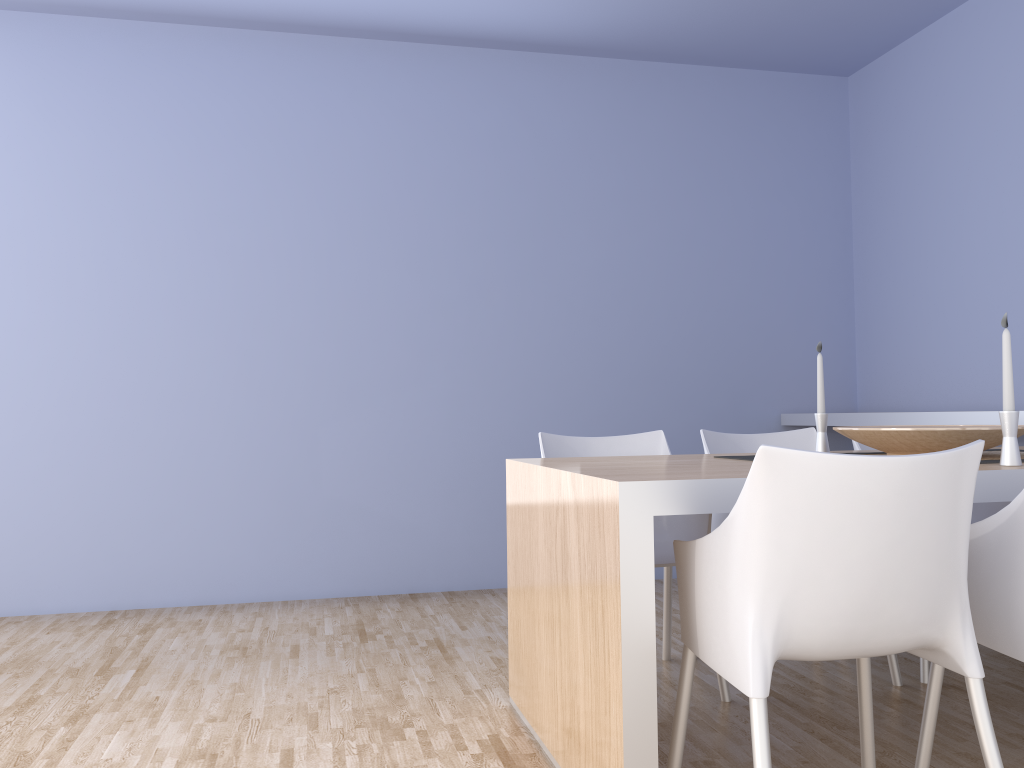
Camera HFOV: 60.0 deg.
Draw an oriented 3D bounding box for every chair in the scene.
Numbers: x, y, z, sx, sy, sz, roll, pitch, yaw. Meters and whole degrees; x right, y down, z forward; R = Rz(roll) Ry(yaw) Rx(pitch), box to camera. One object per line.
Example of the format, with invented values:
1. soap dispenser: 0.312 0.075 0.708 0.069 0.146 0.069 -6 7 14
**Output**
1. chair: 0.904 0.544 2.926 0.510 0.793 0.486 0 -2 -13
2. chair: 0.344 0.547 2.799 0.510 0.793 0.486 0 -2 -13
3. chair: 0.596 0.502 1.681 0.510 0.793 0.486 0 -2 -13
4. chair: 1.177 0.499 1.812 0.510 0.793 0.486 0 -2 -12
5. chair: 1.464 0.541 3.052 0.510 0.793 0.486 0 -2 -13

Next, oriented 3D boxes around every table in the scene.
1. table: 1.238 0.557 2.413 2.340 0.718 1.002 0 -2 -13

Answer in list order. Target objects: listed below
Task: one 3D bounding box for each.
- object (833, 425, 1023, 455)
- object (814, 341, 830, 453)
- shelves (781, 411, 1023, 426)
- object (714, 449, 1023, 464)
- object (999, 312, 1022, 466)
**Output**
1. object: 1.132 0.155 2.400 0.493 0.081 0.493 -1 -2 6
2. object: 0.958 0.039 2.752 0.045 0.349 0.045 -2 -2 29
3. shelves: 2.095 0.502 2.888 0.463 0.840 3.901 0 -2 -13
4. object: 1.131 0.197 2.394 0.986 0.005 0.594 0 -2 -13
5. object: 1.125 0.010 2.011 0.045 0.349 0.045 0 -2 -13
